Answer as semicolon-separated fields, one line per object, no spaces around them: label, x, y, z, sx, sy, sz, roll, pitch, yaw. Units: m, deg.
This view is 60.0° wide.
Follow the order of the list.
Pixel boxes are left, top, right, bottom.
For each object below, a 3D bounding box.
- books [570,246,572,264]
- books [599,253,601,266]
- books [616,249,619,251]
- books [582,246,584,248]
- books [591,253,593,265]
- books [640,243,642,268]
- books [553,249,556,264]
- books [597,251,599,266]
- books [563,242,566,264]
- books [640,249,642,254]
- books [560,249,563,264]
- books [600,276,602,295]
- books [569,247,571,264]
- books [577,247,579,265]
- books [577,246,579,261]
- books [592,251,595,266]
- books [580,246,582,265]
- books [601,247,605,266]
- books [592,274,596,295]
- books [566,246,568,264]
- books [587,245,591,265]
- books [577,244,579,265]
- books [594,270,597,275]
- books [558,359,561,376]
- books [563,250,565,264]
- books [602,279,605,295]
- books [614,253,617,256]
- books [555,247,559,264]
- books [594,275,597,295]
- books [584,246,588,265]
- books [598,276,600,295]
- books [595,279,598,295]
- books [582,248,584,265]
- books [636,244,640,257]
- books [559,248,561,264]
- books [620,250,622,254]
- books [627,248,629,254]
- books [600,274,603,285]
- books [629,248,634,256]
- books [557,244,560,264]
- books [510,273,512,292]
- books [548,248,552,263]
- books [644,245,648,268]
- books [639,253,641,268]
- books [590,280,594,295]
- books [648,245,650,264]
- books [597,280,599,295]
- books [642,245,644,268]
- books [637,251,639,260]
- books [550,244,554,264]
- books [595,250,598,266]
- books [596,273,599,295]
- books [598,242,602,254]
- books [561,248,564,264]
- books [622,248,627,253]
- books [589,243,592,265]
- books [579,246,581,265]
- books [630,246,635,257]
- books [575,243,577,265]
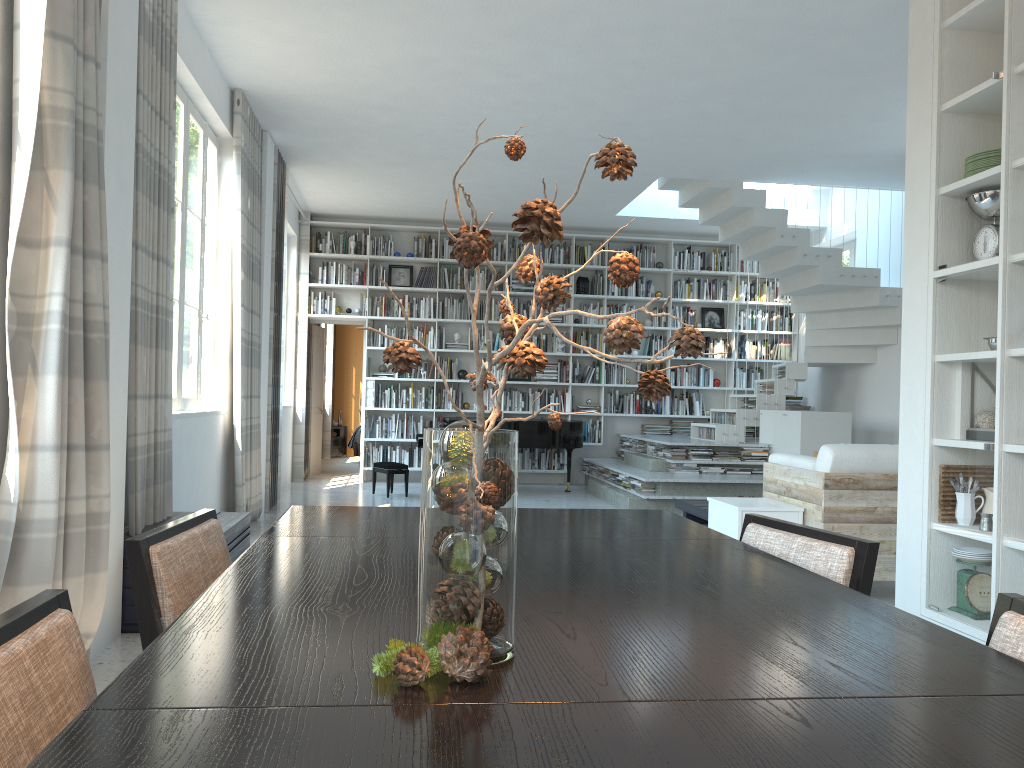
books;0.734;-1.607;11.216;0.022;0.257;0.136;2;0;-7
books;1.100;-1.565;11.251;0.022;0.194;0.182;2;-1;-7
books;1.329;-1.584;11.275;0.009;0.244;0.173;2;-1;-7
books;0.889;-1.606;11.247;0.007;0.264;0.133;2;0;-7
books;0.999;-1.561;11.229;0.022;0.180;0.173;2;-1;-7
books;1.632;-1.618;11.314;0.007;0.329;0.183;2;0;-7
books;0.532;-1.586;11.175;0.033;0.203;0.166;2;-1;-7
books;1.076;-1.570;11.256;0.025;0.203;0.162;2;-1;-7
books;0.662;-1.634;11.207;0.012;0.308;0.138;2;0;-7
books;1.624;-1.579;11.314;0.008;0.251;0.170;2;-1;-7
books;0.607;-1.584;11.168;0.023;0.202;0.193;2;-1;-7
books;1.112;-1.226;11.232;0.013;0.248;0.186;2;-1;-7
books;0.717;-1.598;11.207;0.014;0.239;0.153;2;-1;-7
books;0.818;-1.596;11.196;0.007;0.239;0.191;2;-1;-7
books;0.823;-1.606;11.211;0.006;0.259;0.166;2;-1;-7
books;1.023;-1.571;11.233;0.024;0.201;0.180;2;-1;-7
books;0.869;-1.606;11.227;0.008;0.262;0.142;2;0;-7
books;1.140;-1.594;11.241;0.029;0.253;0.186;2;-1;-7
books;1.029;-1.240;11.219;0.021;0.272;0.190;2;-1;-7
books;0.682;-1.602;11.201;0.028;0.244;0.161;2;-1;-7
books;0.962;-1.609;11.245;0.030;0.274;0.151;2;0;-7
books;0.828;-1.615;11.223;0.007;0.279;0.150;2;0;-7
books;1.051;-1.273;11.251;0.025;0.339;0.143;2;0;-7
books;0.598;-0.161;11.211;0.011;0.299;0.130;2;0;-7
books;0.647;-1.583;11.212;0.014;0.204;0.135;2;-1;-7
books;1.143;-1.208;11.236;0.008;0.214;0.223;2;-1;-7
books;1.302;-1.565;11.265;0.046;0.206;0.183;2;-1;-7
books;0.560;-1.602;11.184;0.023;0.236;0.154;2;-1;-7
books;1.044;-1.240;11.235;0.022;0.272;0.181;2;-1;-7
books;0.923;-1.601;11.219;0.054;0.254;0.191;2;-1;-7
books;1.089;-1.230;11.243;0.005;0.255;0.158;2;-1;-7
books;1.054;-1.212;11.251;0.024;0.217;0.169;2;-1;-7
books;0.882;-1.591;11.211;0.015;0.233;0.171;2;-1;-7
books;1.600;-1.610;11.312;0.006;0.312;0.179;2;0;-7
books;0.588;-1.591;11.183;0.012;0.217;0.179;2;-1;-7
books;1.372;-1.575;11.276;0.013;0.229;0.174;2;-1;-7
books;1.455;-1.586;11.301;0.021;0.256;0.169;2;-1;-7
books;1.133;-1.247;11.269;0.005;0.292;0.130;2;0;-7
books;1.513;-1.586;11.285;0.028;0.258;0.185;2;-1;-7
books;0.579;-1.618;11.172;0.010;0.270;0.180;2;-1;-7
books;-0.024;-1.257;11.095;0.021;0.249;0.191;2;-1;-7
books;0.464;-1.592;11.169;0.050;0.211;0.173;2;-1;-7
books;1.705;-1.604;11.321;0.008;0.307;0.182;2;-1;-7
books;1.612;-1.554;11.297;0.018;0.201;0.188;2;-1;-7
books;1.017;-1.211;11.251;0.019;0.214;0.156;2;-1;-7
books;1.740;-1.610;11.354;0.008;0.321;0.133;2;0;-7
books;1.078;-1.208;11.252;0.013;0.210;0.140;2;-1;-7
books;1.645;-1.603;11.299;0.015;0.299;0.183;2;-1;-7
books;1.588;-1.570;11.305;0.018;0.231;0.160;2;-1;-7
books;0.501;-1.620;11.191;0.028;0.270;0.140;2;0;-7
books;1.051;-1.576;11.232;0.031;0.213;0.169;2;-1;-7
books;1.068;-1.247;11.231;0.021;0.288;0.179;2;-1;-7
books;1.117;-1.632;11.271;0.012;0.329;0.128;2;0;-7
books;0.627;-1.598;11.215;0.026;0.233;0.137;2;0;-7
books;1.430;-1.586;11.296;0.030;0.255;0.161;2;-1;-7
books;0.985;-1.620;11.230;0.010;0.297;0.167;2;0;-7
books;0.849;-1.606;11.217;0.034;0.261;0.157;2;-1;-7
books;1.537;-1.602;11.311;0.024;0.292;0.167;2;0;-7
books;0.794;-1.626;11.212;0.007;0.298;0.181;2;-1;-7
